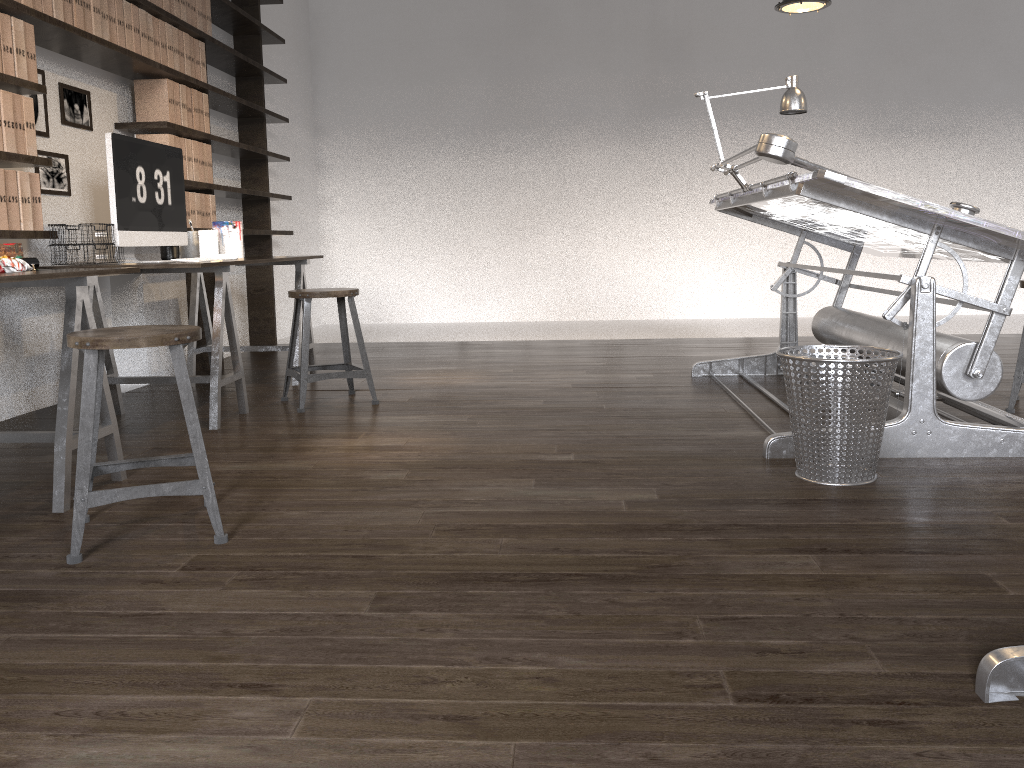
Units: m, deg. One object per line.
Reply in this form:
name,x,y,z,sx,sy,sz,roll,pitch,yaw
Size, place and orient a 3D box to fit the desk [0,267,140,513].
desk,-1.563,0.096,2.065,0.655,0.665,1.680,-1,9,4

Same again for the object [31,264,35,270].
object,-1.453,-0.356,2.686,0.011,0.017,0.172,-5,10,-27

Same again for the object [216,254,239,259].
object,-1.325,-0.592,4.117,0.106,0.028,0.059,-1,9,0

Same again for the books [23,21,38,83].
books,-1.884,-1.232,3.316,0.174,0.224,0.067,-1,7,4

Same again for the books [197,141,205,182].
books,-1.777,-1.202,4.823,0.174,0.224,0.067,-1,7,4

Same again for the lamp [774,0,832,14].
lamp,1.645,-3.275,4.961,0.313,2.240,0.312,-3,7,-16

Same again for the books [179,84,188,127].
books,-1.795,-1.446,4.625,0.174,0.224,0.067,-1,7,4

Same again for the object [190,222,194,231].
object,-1.582,-0.726,4.442,0.055,0.179,0.007,-3,7,-14

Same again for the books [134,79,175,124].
books,-1.809,-1.423,4.485,0.174,0.224,0.067,-1,7,4

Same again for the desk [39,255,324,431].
desk,-1.428,-0.251,4.188,0.655,0.665,1.680,-1,9,4

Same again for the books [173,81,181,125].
books,-1.804,-1.435,4.555,0.174,0.224,0.067,-1,7,4

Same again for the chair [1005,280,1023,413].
chair,2.198,-0.150,3.542,0.359,0.525,0.373,3,9,32

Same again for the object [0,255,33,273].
object,-1.469,-0.349,2.576,0.132,0.050,0.198,-5,10,-25

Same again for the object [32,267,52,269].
object,-1.448,-0.352,2.681,0.156,0.006,0.006,3,9,24

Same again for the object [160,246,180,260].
object,-1.632,-0.655,4.222,0.092,0.141,0.097,-3,8,-17

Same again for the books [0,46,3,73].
books,-1.897,-1.197,3.105,0.174,0.224,0.067,-1,7,4

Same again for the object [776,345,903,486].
object,0.968,0.090,2.639,0.353,0.375,0.355,2,8,25

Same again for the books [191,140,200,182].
books,-1.781,-1.191,4.757,0.174,0.224,0.067,-1,7,4

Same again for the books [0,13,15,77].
books,-1.892,-1.209,3.175,0.174,0.224,0.067,-1,7,4

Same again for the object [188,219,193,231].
object,-1.596,-0.725,4.445,0.045,0.203,0.007,-3,7,-15

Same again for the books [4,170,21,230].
books,-1.884,-0.657,3.196,0.174,0.224,0.067,-1,7,4

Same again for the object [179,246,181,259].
object,-1.665,-0.682,4.379,0.094,0.144,0.095,2,8,21

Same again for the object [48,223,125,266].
object,-1.667,-0.548,3.481,0.204,0.160,0.286,-2,9,-4

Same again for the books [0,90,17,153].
books,-1.883,-0.932,3.171,0.174,0.224,0.067,-1,7,4

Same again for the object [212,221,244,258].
object,-1.431,-0.721,4.464,0.145,0.195,0.144,-4,8,-24

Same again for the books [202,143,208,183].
books,-1.777,-1.212,4.886,0.174,0.224,0.067,-1,7,4

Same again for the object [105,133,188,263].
object,-1.588,-0.781,3.813,0.204,0.515,0.647,-1,8,4

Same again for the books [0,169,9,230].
books,-1.883,-0.645,3.122,0.174,0.224,0.067,-1,7,4

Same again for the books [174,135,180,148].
books,-1.800,-1.157,4.547,0.174,0.224,0.067,-1,7,4

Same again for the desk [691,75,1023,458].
desk,1.312,-0.585,3.637,1.076,1.378,2.083,-1,8,4

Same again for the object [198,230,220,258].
object,-1.471,-0.674,4.300,0.094,0.144,0.095,3,8,30

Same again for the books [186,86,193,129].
books,-1.796,-1.458,4.696,0.174,0.224,0.067,-1,7,4

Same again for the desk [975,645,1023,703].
desk,1.099,-0.041,0.312,1.076,1.378,2.295,-1,8,4

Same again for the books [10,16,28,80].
books,-1.884,-1.220,3.245,0.174,0.224,0.067,-1,7,4

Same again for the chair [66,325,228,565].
chair,-0.937,0.127,2.245,0.359,0.525,0.373,-4,8,-23

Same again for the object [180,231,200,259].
object,-1.573,-0.677,4.334,0.096,0.142,0.097,2,8,21

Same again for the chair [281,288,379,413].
chair,-0.849,-0.167,4.044,0.372,0.525,0.360,-5,8,-28

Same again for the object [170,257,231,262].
object,-1.331,-0.534,3.808,0.118,0.017,0.442,-1,9,-1

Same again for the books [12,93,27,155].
books,-1.883,-0.943,3.238,0.174,0.224,0.067,-1,7,4

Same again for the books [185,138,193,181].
books,-1.789,-1.179,4.686,0.174,0.224,0.067,-1,7,4

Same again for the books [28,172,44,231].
books,-1.874,-0.680,3.337,0.174,0.224,0.067,-1,7,4

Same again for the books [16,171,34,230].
books,-1.874,-0.668,3.267,0.174,0.224,0.067,-1,7,4

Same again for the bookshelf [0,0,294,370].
bookshelf,-2.051,-0.415,1.854,0.373,3.186,9.240,-1,9,4

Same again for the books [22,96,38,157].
books,-1.877,-0.953,3.300,0.174,0.224,0.067,-1,7,4

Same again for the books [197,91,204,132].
books,-1.786,-1.482,4.844,0.174,0.224,0.067,-1,7,4

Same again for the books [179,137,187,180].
books,-1.797,-1.168,4.617,0.174,0.224,0.067,-1,7,4

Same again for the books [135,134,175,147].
books,-1.800,-1.145,4.477,0.174,0.224,0.067,-1,7,4

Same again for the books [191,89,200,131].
books,-1.785,-1.470,4.770,0.174,0.224,0.067,-1,7,4

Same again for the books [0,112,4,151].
books,-1.893,-0.921,3.105,0.174,0.224,0.067,-1,7,4
